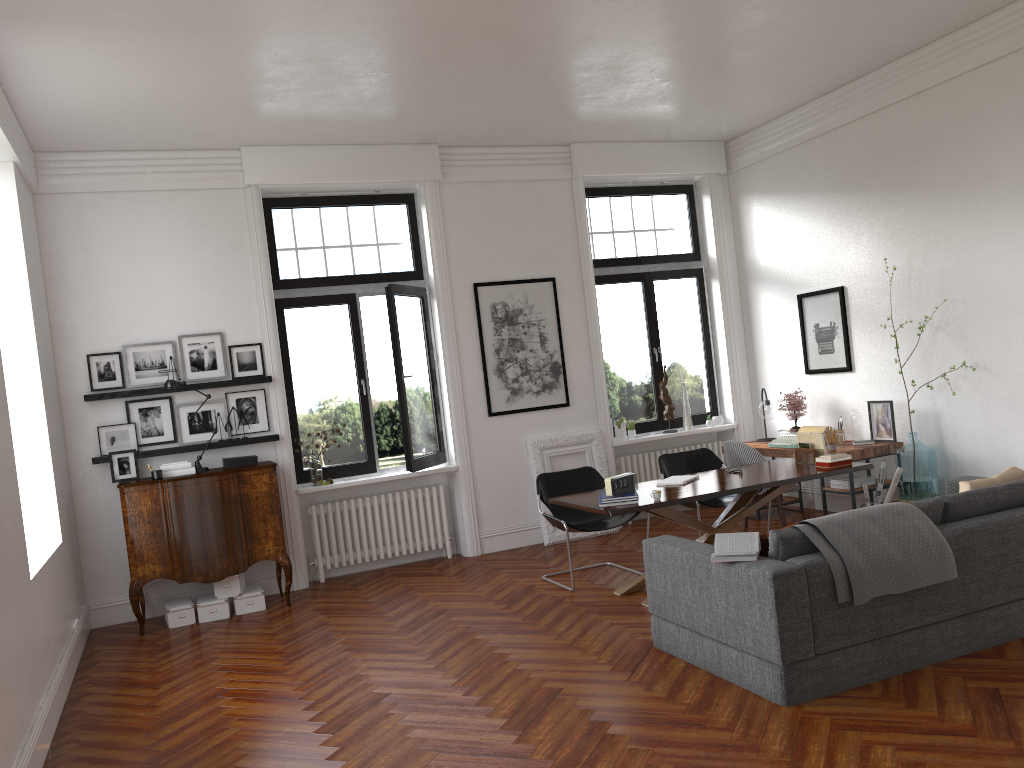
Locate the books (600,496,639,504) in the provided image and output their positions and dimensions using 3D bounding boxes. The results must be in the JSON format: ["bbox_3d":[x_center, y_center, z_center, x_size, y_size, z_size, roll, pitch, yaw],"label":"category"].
[{"bbox_3d":[0.744,0.786,6.168,0.250,0.017,0.344,-7,0,4],"label":"books"}]

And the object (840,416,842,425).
[{"bbox_3d":[3.094,0.418,8.326,0.028,0.239,0.023,-7,2,-24],"label":"object"}]

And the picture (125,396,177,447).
[{"bbox_3d":[-3.097,0.326,7.614,0.373,0.406,0.020,-7,2,-21],"label":"picture"}]

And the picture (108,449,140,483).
[{"bbox_3d":[-3.230,0.683,7.387,0.213,0.257,0.020,-7,2,-21],"label":"picture"}]

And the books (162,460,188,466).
[{"bbox_3d":[-2.802,0.657,7.369,0.200,0.014,0.179,-7,0,-21],"label":"books"}]

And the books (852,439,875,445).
[{"bbox_3d":[3.131,0.523,7.938,0.213,0.031,0.129,-6,1,16],"label":"books"}]

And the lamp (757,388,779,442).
[{"bbox_3d":[2.603,0.314,9.070,0.207,0.550,0.441,-6,1,2],"label":"lamp"}]

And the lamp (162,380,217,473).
[{"bbox_3d":[-2.699,0.351,7.506,0.174,0.803,0.490,-5,2,33],"label":"lamp"}]

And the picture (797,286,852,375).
[{"bbox_3d":[3.064,-0.513,8.697,0.050,0.816,0.634,-7,1,-21],"label":"picture"}]

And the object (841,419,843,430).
[{"bbox_3d":[3.090,0.435,8.314,0.008,0.207,0.054,-8,2,-38],"label":"object"}]

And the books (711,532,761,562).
[{"bbox_3d":[1.155,0.837,4.576,0.225,0.096,0.278,-6,1,20],"label":"books"}]

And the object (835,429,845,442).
[{"bbox_3d":[3.074,0.486,8.320,0.058,0.113,0.075,-7,1,-21],"label":"object"}]

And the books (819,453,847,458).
[{"bbox_3d":[2.454,0.545,6.767,0.159,0.008,0.128,-7,0,-20],"label":"books"}]

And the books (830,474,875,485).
[{"bbox_3d":[2.995,0.841,7.792,0.308,0.038,0.225,-7,0,-21],"label":"books"}]

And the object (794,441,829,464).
[{"bbox_3d":[2.381,0.542,7.052,0.149,0.166,0.228,-7,1,-21],"label":"object"}]

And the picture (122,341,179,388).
[{"bbox_3d":[-3.105,-0.169,7.618,0.415,0.367,0.020,-7,2,-21],"label":"picture"}]

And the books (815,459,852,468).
[{"bbox_3d":[2.447,0.599,6.746,0.215,0.040,0.159,-7,1,-19],"label":"books"}]

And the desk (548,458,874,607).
[{"bbox_3d":[1.528,1.105,6.692,2.224,0.752,1.030,-7,1,-21],"label":"desk"}]

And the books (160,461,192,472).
[{"bbox_3d":[-2.803,0.686,7.391,0.239,0.044,0.255,-7,0,-21],"label":"books"}]

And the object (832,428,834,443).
[{"bbox_3d":[2.453,0.428,6.770,0.008,0.193,0.049,-6,2,2],"label":"object"}]

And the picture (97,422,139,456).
[{"bbox_3d":[-3.328,0.468,7.494,0.299,0.253,0.020,-7,2,-21],"label":"picture"}]

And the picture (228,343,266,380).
[{"bbox_3d":[-2.364,-0.203,7.909,0.289,0.303,0.020,-7,2,-21],"label":"picture"}]

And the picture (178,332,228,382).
[{"bbox_3d":[-2.710,-0.236,7.774,0.369,0.409,0.020,-7,2,-21],"label":"picture"}]

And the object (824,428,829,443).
[{"bbox_3d":[2.428,0.431,6.816,0.049,0.193,0.008,-5,2,38],"label":"object"}]

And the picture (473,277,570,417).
[{"bbox_3d":[0.104,-0.380,8.893,0.882,1.324,0.035,-7,2,-21],"label":"picture"}]

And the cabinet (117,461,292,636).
[{"bbox_3d":[-2.548,1.345,7.423,1.265,1.218,0.640,-7,1,-21],"label":"cabinet"}]

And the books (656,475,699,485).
[{"bbox_3d":[1.286,0.745,6.864,0.231,0.026,0.325,-6,1,34],"label":"books"}]

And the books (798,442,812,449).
[{"bbox_3d":[2.355,0.545,7.092,0.040,0.157,0.128,-7,1,-21],"label":"books"}]

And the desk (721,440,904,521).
[{"bbox_3d":[2.839,0.950,8.479,0.647,0.758,1.799,-7,1,-21],"label":"desk"}]

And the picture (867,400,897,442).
[{"bbox_3d":[3.297,0.333,7.906,0.023,0.369,0.282,-7,1,-21],"label":"picture"}]

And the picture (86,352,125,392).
[{"bbox_3d":[-3.430,-0.104,7.490,0.266,0.315,0.020,-7,2,-21],"label":"picture"}]

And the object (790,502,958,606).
[{"bbox_3d":[1.838,0.852,4.558,0.751,0.388,0.400,-7,1,-21],"label":"object"}]

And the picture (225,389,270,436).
[{"bbox_3d":[-2.358,0.252,7.907,0.343,0.384,0.020,-7,2,-21],"label":"picture"}]

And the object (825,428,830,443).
[{"bbox_3d":[2.425,0.431,6.789,0.049,0.193,0.008,-7,2,-17],"label":"object"}]

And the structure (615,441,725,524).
[{"bbox_3d":[1.759,1.097,9.774,1.452,0.779,0.225,-7,2,-21],"label":"structure"}]

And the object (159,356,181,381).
[{"bbox_3d":[-2.943,-0.108,7.619,0.174,0.260,0.040,-7,2,-21],"label":"object"}]

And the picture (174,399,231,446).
[{"bbox_3d":[-2.708,0.337,7.766,0.433,0.365,0.020,-7,2,-21],"label":"picture"}]

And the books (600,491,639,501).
[{"bbox_3d":[0.742,0.769,6.168,0.250,0.017,0.344,-7,0,4],"label":"books"}]

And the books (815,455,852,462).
[{"bbox_3d":[2.450,0.565,6.753,0.207,0.028,0.164,-7,0,-23],"label":"books"}]

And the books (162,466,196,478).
[{"bbox_3d":[-2.797,0.736,7.387,0.294,0.057,0.229,-7,1,-21],"label":"books"}]

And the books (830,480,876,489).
[{"bbox_3d":[2.993,0.877,7.782,0.308,0.038,0.225,-7,0,-22],"label":"books"}]

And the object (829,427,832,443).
[{"bbox_3d":[2.455,0.425,6.825,0.008,0.195,0.032,-6,2,22],"label":"object"}]

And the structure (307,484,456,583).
[{"bbox_3d":[-1.265,1.452,8.583,1.452,0.779,0.225,-7,2,-21],"label":"structure"}]

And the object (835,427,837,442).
[{"bbox_3d":[2.478,0.424,6.797,0.044,0.194,0.008,-6,2,9],"label":"object"}]

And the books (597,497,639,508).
[{"bbox_3d":[0.734,0.809,6.178,0.264,0.027,0.347,-7,0,4],"label":"books"}]

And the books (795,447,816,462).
[{"bbox_3d":[2.330,0.571,7.036,0.028,0.125,0.221,-7,1,-21],"label":"books"}]

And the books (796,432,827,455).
[{"bbox_3d":[2.397,0.506,7.088,0.043,0.239,0.310,-7,1,-22],"label":"books"}]
